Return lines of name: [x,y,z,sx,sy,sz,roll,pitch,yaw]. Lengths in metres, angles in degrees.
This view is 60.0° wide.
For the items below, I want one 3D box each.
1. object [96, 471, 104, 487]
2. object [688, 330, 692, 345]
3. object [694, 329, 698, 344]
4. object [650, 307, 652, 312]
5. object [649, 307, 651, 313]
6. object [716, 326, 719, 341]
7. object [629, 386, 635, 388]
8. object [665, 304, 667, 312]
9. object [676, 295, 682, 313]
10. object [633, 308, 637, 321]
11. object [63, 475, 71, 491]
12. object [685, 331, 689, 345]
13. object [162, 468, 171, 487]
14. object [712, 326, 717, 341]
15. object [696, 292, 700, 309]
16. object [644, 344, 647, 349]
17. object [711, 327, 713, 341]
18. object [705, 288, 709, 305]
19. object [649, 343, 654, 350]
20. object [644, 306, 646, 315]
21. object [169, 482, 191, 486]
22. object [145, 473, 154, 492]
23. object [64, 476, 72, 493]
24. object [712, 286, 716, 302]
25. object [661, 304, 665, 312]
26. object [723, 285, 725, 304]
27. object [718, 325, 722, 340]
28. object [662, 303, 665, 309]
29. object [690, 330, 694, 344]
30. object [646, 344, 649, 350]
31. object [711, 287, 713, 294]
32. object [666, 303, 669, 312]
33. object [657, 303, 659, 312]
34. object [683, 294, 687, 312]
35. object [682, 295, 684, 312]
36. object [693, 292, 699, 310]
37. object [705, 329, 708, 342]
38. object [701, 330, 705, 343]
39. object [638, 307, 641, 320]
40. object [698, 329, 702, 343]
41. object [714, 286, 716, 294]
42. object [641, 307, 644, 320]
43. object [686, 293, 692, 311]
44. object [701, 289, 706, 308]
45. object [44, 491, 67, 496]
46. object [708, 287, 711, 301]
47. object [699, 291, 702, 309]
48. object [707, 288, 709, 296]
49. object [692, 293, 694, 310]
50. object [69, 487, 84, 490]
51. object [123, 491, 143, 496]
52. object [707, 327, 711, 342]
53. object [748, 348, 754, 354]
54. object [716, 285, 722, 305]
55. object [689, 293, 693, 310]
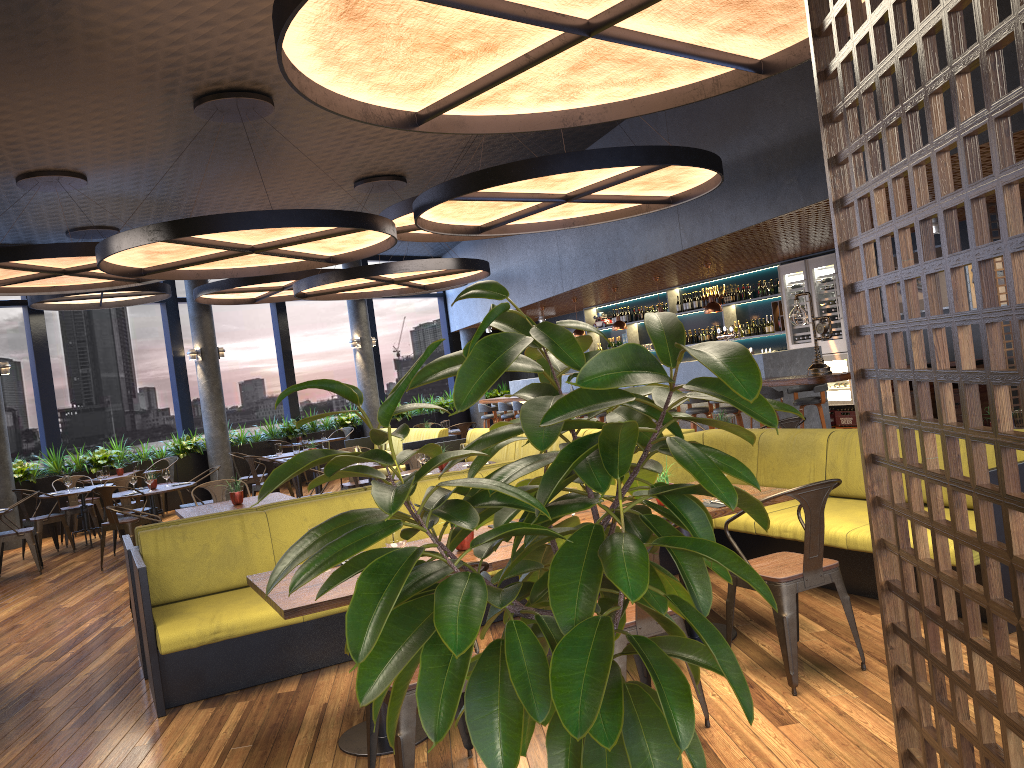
object: [-5.508,1.268,11.877,0.097,0.206,0.097,-8,1,-21]
object: [3.113,-0.820,15.543,0.063,0.254,0.063,-7,1,11]
object: [3.224,-0.835,15.567,0.063,0.254,0.063,-7,1,36]
object: [2.614,-1.334,16.588,0.068,0.217,0.068,-7,1,-6]
object: [2.602,-1.334,16.673,0.068,0.217,0.068,-8,1,-21]
object: [3.501,-0.864,15.090,0.063,0.254,0.063,-7,1,1]
object: [1.838,-0.044,13.656,0.069,0.203,0.114,-8,1,-37]
object: [2.825,-1.356,16.149,0.068,0.217,0.068,-8,1,-21]
object: [2.955,-1.414,15.718,0.085,0.310,0.086,-7,1,1]
object: [2.344,-1.322,16.939,0.063,0.254,0.063,-8,1,-44]
object: [-5.941,1.324,11.851,0.097,0.206,0.097,-8,1,-39]
object: [3.070,-0.816,15.634,0.063,0.254,0.063,-7,1,36]
object: [-4.069,1.101,10.443,0.097,0.206,0.097,-7,1,36]
object: [3.404,-0.850,14.935,0.063,0.254,0.063,-8,1,-19]
object: [3.223,-1.445,15.392,0.085,0.310,0.086,-7,1,1]
object: [2.546,-0.697,16.856,0.084,0.119,0.084,-7,1,19]
object: [3.419,-0.853,15.069,0.063,0.254,0.063,-7,1,2]
object: [3.298,-1.460,14.989,0.084,0.330,0.084,-8,1,-19]
object: [2.621,-0.705,16.700,0.084,0.119,0.084,-7,1,19]
object: [2.539,-1.346,16.808,0.063,0.254,0.063,-7,1,12]
object: [-3.897,1.174,10.380,0.255,0.019,0.157,-8,1,-27]
object: [-4.089,1.109,10.005,0.097,0.206,0.097,-8,1,-19]
object: [-5.745,1.303,11.484,0.097,0.206,0.097,-7,1,32]
object: [3.378,-1.468,14.811,0.084,0.330,0.084,-8,1,-19]
object: [2.739,-1.344,16.115,0.068,0.217,0.068,-8,1,-41]
object: [3.545,-1.488,14.756,0.084,0.330,0.084,-8,1,-19]
object: [3.503,-0.863,14.974,0.063,0.254,0.063,-7,1,36]
object: [2.779,-1.370,16.305,0.063,0.254,0.063,-7,1,2]
object: [3.169,-0.829,15.680,0.063,0.254,0.063,-8,1,-39]
object: [2.584,-0.701,16.779,0.084,0.119,0.084,-7,1,19]
object: [3.390,-1.472,14.996,0.084,0.330,0.084,-8,1,-19]
object: [2.827,-1.358,15.995,0.088,0.224,0.088,-7,1,-11]
object: [2.694,-1.359,16.277,0.063,0.254,0.063,-7,1,22]
object: [3.044,-1.423,15.543,0.085,0.310,0.086,-7,1,8]
object: [3.052,-1.427,15.733,0.085,0.310,0.086,-7,1,-11]
object: [3.168,-1.436,15.285,0.085,0.310,0.086,-7,1,8]
object: [3.337,-0.829,15.160,0.088,0.224,0.088,-7,1,-11]
object: [3.291,-0.824,15.257,0.088,0.224,0.088,-7,1,34]
object: [2.419,-1.331,16.848,0.063,0.254,0.063,-7,1,36]
object: [3.282,-0.841,15.464,0.063,0.254,0.063,-7,1,22]
object: [3.433,-1.476,14.912,0.084,0.330,0.084,-8,1,-19]
object: [2.456,-1.334,16.729,0.063,0.254,0.063,-7,1,-8]
object: [3.082,-1.427,15.459,0.085,0.310,0.086,-7,1,1]
object: [3.256,-1.455,15.073,0.084,0.330,0.084,-8,1,-19]
object: [-5.906,1.419,11.485,0.157,0.019,0.255,-7,1,41]
object: [3.338,-1.464,14.905,0.084,0.330,0.084,-8,1,-19]
object: [3.263,-1.449,15.305,0.085,0.310,0.086,-7,1,15]
object: [3.351,-1.468,15.082,0.084,0.330,0.084,-8,1,-19]
object: [3.178,-1.440,15.475,0.085,0.310,0.086,-8,1,-15]
object: [-5.900,1.411,12.024,0.157,0.019,0.255,-8,1,-39]
object: [-4.235,1.224,9.935,0.157,0.019,0.255,-7,1,17]
object: [3.334,-0.841,15.026,0.063,0.254,0.063,-8,1,-33]
object: [3.043,-0.419,11.524,0.177,0.091,0.091,-7,1,39]
object: [3.422,-1.472,14.725,0.084,0.330,0.084,-8,1,-19]
object: [3.138,-1.436,15.564,0.085,0.310,0.086,-7,1,15]
